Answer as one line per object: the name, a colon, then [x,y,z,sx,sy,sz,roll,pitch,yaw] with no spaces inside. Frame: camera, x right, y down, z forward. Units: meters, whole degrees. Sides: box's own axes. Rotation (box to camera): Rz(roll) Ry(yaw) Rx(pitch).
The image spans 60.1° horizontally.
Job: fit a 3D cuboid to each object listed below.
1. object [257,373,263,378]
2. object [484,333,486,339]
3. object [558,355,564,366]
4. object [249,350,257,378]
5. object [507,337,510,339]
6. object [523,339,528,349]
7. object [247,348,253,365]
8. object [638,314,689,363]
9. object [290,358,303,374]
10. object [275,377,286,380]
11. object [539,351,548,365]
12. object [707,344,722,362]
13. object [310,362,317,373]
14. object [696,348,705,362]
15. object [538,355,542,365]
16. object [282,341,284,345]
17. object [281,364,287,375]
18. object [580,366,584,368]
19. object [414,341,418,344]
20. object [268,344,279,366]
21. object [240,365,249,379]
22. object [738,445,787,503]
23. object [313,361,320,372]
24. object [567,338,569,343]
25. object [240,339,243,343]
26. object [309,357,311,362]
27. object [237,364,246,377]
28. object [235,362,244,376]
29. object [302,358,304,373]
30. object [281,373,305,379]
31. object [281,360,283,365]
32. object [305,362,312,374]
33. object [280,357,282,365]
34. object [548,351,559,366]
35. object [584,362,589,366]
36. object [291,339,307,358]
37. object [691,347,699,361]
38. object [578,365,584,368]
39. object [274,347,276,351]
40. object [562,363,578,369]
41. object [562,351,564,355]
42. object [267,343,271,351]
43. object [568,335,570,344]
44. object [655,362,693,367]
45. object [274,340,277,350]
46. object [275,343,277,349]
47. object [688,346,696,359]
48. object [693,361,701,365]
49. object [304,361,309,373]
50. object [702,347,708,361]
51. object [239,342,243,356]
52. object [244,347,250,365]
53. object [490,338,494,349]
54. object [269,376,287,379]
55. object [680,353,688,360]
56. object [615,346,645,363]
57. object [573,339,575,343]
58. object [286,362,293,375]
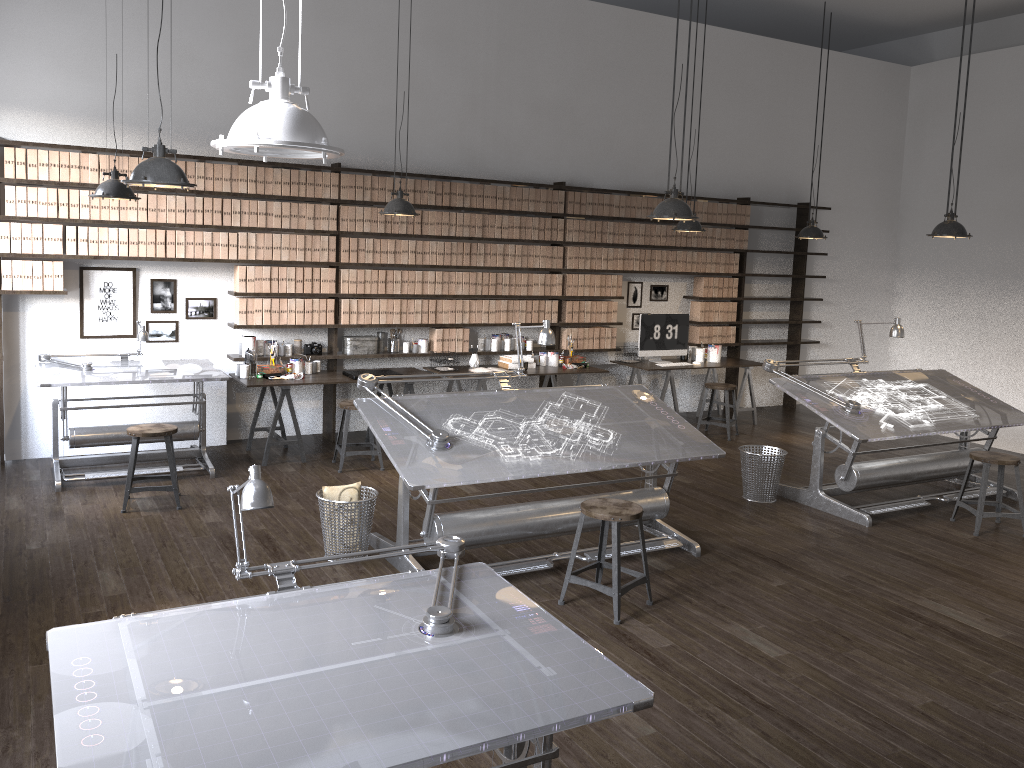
object: [-2.066,-0.069,7.257,0.049,0.037,0.049,-3,9,-33]
object: [-0.257,-0.418,8.715,0.041,0.168,0.009,-1,7,-26]
object: [0.485,-0.232,8.751,0.049,0.111,0.049,-1,7,-26]
object: [-2.120,-0.166,7.245,0.069,0.228,0.068,-2,7,-32]
object: [-0.036,-0.400,8.813,0.044,0.127,0.045,1,6,-12]
object: [0.136,-0.399,8.920,0.044,0.102,0.045,-3,8,-38]
object: [-2.154,-0.181,7.307,0.069,0.236,0.068,-2,7,-32]
object: [1.587,-0.488,9.391,0.643,0.515,0.205,-2,8,-29]
object: [-1.829,-0.146,7.502,0.105,0.141,0.104,-3,9,-37]
object: [-1.897,-0.048,7.240,0.157,0.006,0.006,10,10,40]
object: [0.315,-0.257,8.821,0.095,0.127,0.094,-2,8,-33]
object: [2.199,-0.331,9.625,0.145,0.195,0.144,7,8,33]
object: [-1.714,-0.143,7.634,0.063,0.093,0.063,5,7,20]
object: [2.036,-0.309,9.570,0.094,0.144,0.095,2,7,-3]
object: [0.275,-0.238,8.765,0.045,0.100,0.044,-1,7,-29]
object: [-2.012,-0.321,7.730,0.036,0.117,0.005,1,6,-8]
object: [-1.923,-0.121,7.481,0.060,0.088,0.060,-2,8,-34]
object: [0.680,-0.164,8.690,0.005,0.005,0.158,6,9,26]
object: [-0.908,-0.349,8.327,0.045,0.100,0.044,-1,7,-27]
object: [-2.017,-0.248,7.534,0.077,0.145,0.347,2,8,-7]
object: [-2.177,-0.100,7.206,0.068,0.104,0.069,-1,7,-25]
object: [1.875,0.681,6.665,0.353,0.376,0.355,1,7,-8]
object: [-1.696,-0.152,7.698,0.062,0.094,0.062,5,7,20]
object: [0.575,-0.371,8.845,0.053,0.181,0.006,4,6,13]
object: [-2.322,-0.327,7.667,0.070,0.130,0.070,4,7,17]
object: [-1.764,-0.173,7.683,0.036,0.117,0.005,-2,7,-35]
object: [-2.222,-0.112,7.269,0.070,0.103,0.069,-2,8,-34]
object: [-2.258,-0.123,7.334,0.068,0.104,0.069,-2,8,-34]
object: [-1.840,-0.159,7.619,0.095,0.127,0.094,-1,8,-25]
object: [-1.813,-0.069,7.302,0.197,0.050,0.133,2,8,0]
object: [-1.931,-0.153,7.462,0.040,0.129,0.005,-1,7,-28]
object: [-1.740,-0.134,7.569,0.062,0.094,0.062,4,7,11]
object: [-1.942,-0.152,7.462,0.033,0.147,0.005,-1,7,-29]
object: [0.409,-0.249,8.751,0.105,0.141,0.104,0,7,-22]
object: [0.743,-0.198,8.825,0.049,0.037,0.049,-1,9,-26]
object: [-1.859,-0.304,7.782,0.236,0.161,0.107,6,8,26]
object: [2.009,-0.326,9.674,0.097,0.142,0.096,1,7,-12]
object: [0.672,-0.170,8.680,0.011,0.017,0.172,6,9,29]
object: [-1.995,-0.234,7.407,0.044,0.151,0.005,6,7,30]
object: [0.572,-0.178,8.633,0.132,0.050,0.198,7,10,31]
object: [0.496,-0.264,8.817,0.040,0.129,0.005,-1,7,-31]
object: [-2.007,-0.250,7.392,0.071,0.185,0.008,-1,7,-28]
object: [0.575,-0.379,8.829,0.055,0.213,0.007,0,6,-23]
object: [1.686,-0.201,9.190,0.439,0.017,0.119,-4,11,-34]
object: [-1.988,-0.261,7.389,0.055,0.213,0.007,3,6,6]
object: [-1.991,-0.257,7.404,0.055,0.192,0.006,-1,7,-30]
object: [1.997,-0.342,9.775,0.094,0.144,0.095,1,7,-12]
object: [1.952,-0.223,9.353,0.059,0.028,0.107,-3,10,-32]
object: [-1.770,-0.144,7.623,0.045,0.100,0.044,-1,7,-29]
object: [2.093,-0.319,9.646,0.069,0.154,0.068,7,8,37]
object: [-2.303,-0.297,7.572,0.061,0.110,0.062,-2,8,-31]
object: [-2.196,-0.190,7.381,0.069,0.228,0.068,-2,7,-32]
object: [-0.200,-0.387,8.688,0.045,0.127,0.044,-1,7,-29]
object: [-1.905,-0.052,7.242,0.171,0.017,0.011,3,7,2]
object: [1.882,-0.327,9.663,0.092,0.141,0.097,8,9,40]
object: [1.238,-0.308,9.287,0.284,0.160,0.205,-4,10,-37]
object: [0.592,-0.368,8.837,0.071,0.185,0.008,4,6,13]
object: [-1.869,-0.124,7.437,0.049,0.111,0.049,-2,8,-33]
